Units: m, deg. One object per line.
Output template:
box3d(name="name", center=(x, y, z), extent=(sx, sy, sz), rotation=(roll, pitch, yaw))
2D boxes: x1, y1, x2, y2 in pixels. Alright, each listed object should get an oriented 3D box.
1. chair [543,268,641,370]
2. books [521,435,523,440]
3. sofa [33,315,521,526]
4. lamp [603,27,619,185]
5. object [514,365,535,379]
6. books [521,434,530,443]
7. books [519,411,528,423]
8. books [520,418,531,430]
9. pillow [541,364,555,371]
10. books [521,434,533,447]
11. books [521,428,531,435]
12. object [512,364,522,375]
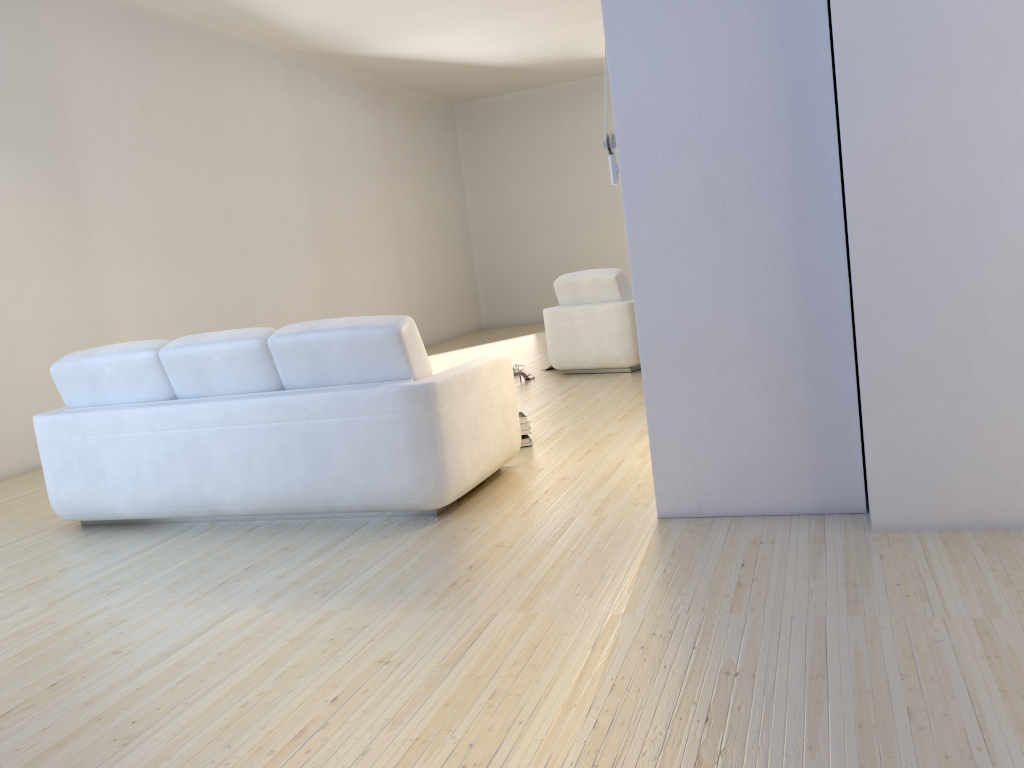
box3d(name="chair", center=(0.870, -0.592, 7.609), extent=(0.919, 0.828, 0.941), rotation=(-1, 10, 40))
box3d(name="books", center=(-0.085, 0.293, 4.922), extent=(0.287, 0.025, 0.247), rotation=(-7, 8, 4))
box3d(name="sofa", center=(-1.145, 0.138, 4.277), extent=(2.166, 0.862, 0.941), rotation=(-5, 8, 20))
box3d(name="lamp", center=(0.595, -0.550, 3.679), extent=(0.204, 1.841, 0.891), rotation=(-5, 8, 16))
box3d(name="object", center=(0.111, -0.106, 7.542), extent=(0.089, 0.149, 0.265), rotation=(-2, 9, 33))
box3d(name="books", center=(-0.058, 0.311, 4.924), extent=(0.287, 0.018, 0.247), rotation=(-8, 8, -6))
box3d(name="books", center=(-0.072, 0.200, 4.909), extent=(0.287, 0.025, 0.247), rotation=(-8, 8, -6))
box3d(name="books", center=(-0.074, 0.232, 4.912), extent=(0.319, 0.038, 0.247), rotation=(-9, 8, -9))
box3d(name="pillow", center=(0.566, -0.321, 8.150), extent=(0.615, 0.315, 0.312), rotation=(-14, 10, -43))
box3d(name="books", center=(-0.061, 0.330, 4.925), extent=(0.328, 0.018, 0.247), rotation=(-8, 8, -5))
box3d(name="books", center=(-0.070, 0.264, 4.917), extent=(0.328, 0.027, 0.247), rotation=(-8, 8, -5))
box3d(name="object", center=(0.043, -0.128, 8.048), extent=(0.121, 0.091, 0.287), rotation=(-5, 8, 19))
